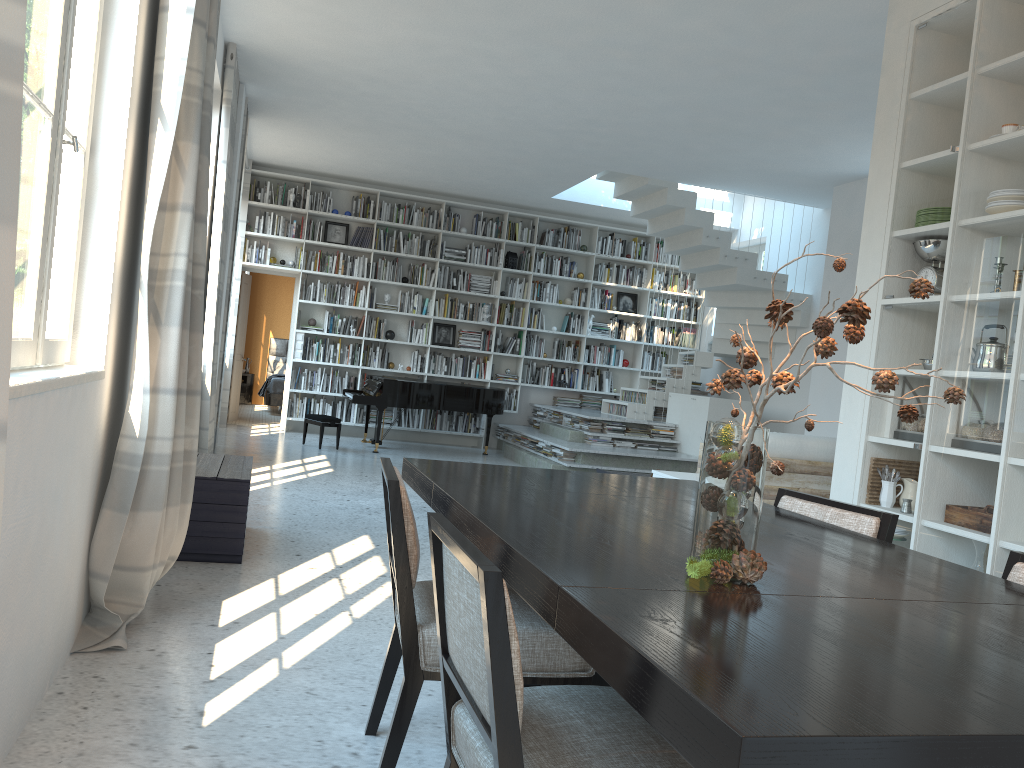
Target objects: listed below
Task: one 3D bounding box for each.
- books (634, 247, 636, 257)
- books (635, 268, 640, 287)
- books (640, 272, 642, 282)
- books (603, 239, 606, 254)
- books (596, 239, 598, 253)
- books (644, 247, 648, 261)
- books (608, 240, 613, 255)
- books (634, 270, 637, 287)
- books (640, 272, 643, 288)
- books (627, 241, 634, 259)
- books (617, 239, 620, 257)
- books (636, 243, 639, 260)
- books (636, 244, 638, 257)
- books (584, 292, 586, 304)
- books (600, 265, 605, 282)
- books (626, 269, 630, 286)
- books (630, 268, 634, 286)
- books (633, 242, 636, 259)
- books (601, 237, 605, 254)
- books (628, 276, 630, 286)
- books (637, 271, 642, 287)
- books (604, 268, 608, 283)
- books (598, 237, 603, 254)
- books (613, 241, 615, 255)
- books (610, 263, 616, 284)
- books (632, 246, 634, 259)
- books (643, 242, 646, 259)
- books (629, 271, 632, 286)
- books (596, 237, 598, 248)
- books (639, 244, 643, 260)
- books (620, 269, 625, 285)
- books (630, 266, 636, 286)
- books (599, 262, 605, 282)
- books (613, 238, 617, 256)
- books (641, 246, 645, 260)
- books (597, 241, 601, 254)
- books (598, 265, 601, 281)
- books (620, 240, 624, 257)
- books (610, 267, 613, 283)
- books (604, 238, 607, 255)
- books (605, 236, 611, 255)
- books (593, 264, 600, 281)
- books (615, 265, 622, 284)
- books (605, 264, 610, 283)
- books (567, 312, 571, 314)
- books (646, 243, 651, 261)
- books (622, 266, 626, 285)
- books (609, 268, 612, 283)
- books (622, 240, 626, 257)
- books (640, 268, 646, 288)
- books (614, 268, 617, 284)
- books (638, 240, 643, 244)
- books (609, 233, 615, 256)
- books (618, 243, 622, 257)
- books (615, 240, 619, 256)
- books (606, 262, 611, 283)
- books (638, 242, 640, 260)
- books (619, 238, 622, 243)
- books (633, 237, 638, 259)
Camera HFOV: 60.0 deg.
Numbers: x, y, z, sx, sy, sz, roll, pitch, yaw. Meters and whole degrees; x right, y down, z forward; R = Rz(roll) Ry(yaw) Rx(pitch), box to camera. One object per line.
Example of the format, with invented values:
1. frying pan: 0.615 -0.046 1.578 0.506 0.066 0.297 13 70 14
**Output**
1. books: 1.665 -1.826 12.236 0.017 0.259 0.136 6 1 -16
2. books: 1.704 -1.459 12.245 0.036 0.272 0.177 6 1 -16
3. books: 1.749 -1.441 12.284 0.014 0.246 0.142 6 1 -16
4. books: 1.224 -1.858 12.099 0.024 0.231 0.168 6 1 -16
5. books: 1.133 -1.884 12.087 0.014 0.264 0.140 6 1 -16
6. books: 1.828 -1.785 12.292 0.031 0.211 0.131 6 1 -16
7. books: 1.322 -1.848 12.129 0.030 0.231 0.148 6 1 -16
8. books: 1.678 -1.450 12.247 0.011 0.249 0.151 6 1 -16
9. books: 1.767 -1.433 12.281 0.022 0.234 0.158 6 1 -16
10. books: 1.623 -1.828 12.201 0.019 0.256 0.169 6 1 -16
11. books: 1.424 -1.849 12.159 0.021 0.254 0.151 6 1 -16
12. books: 1.703 -1.816 12.232 0.031 0.249 0.164 6 1 -16
13. books: 1.687 -1.806 12.220 0.007 0.226 0.170 6 1 -16
14. books: 0.963 -1.143 12.079 0.013 0.221 0.155 6 1 -16
15. books: 1.231 -1.498 12.136 0.026 0.251 0.130 6 1 -16
16. books: 1.570 -1.456 12.204 0.014 0.240 0.189 6 1 -16
17. books: 1.627 -1.463 12.236 0.023 0.264 0.156 6 1 -16
18. books: 1.652 -1.823 12.219 0.016 0.252 0.188 6 1 -16
19. books: 1.203 -1.866 12.084 0.026 0.242 0.184 6 1 -16
20. books: 1.577 -1.444 12.224 0.013 0.216 0.177 6 1 -16
21. books: 1.732 -1.440 12.261 0.030 0.241 0.162 6 1 -16
22. books: 1.259 -1.473 12.121 0.025 0.207 0.175 6 1 -16
23. books: 1.177 -1.873 12.082 0.025 0.250 0.178 6 1 -16
24. books: 1.360 -1.839 12.153 0.030 0.220 0.133 6 1 -16
25. books: 1.373 -1.502 12.158 0.026 0.288 0.156 6 1 -16
26. books: 1.633 -1.810 12.208 0.008 0.220 0.182 6 1 -16
27. books: 1.806 -1.821 12.278 0.025 0.279 0.136 6 2 -16
28. books: 1.601 -1.442 12.221 0.031 0.217 0.165 6 1 -16
29. books: 1.117 -1.901 12.072 0.028 0.294 0.150 6 1 -16
30. books: 1.744 -1.805 12.237 0.018 0.235 0.186 6 1 -16
31. books: 1.488 -1.460 12.177 0.030 0.230 0.187 6 1 -16
32. books: 1.654 -1.475 12.228 0.022 0.294 0.180 6 1 -16
33. books: 1.198 -1.517 12.117 0.052 0.282 0.166 6 1 -16
34. books: 1.389 -1.856 12.139 0.014 0.262 0.168 6 1 -16
35. books: 1.781 -1.789 12.254 0.029 0.210 0.169 6 1 -16
36. books: 1.154 -1.841 12.065 0.022 0.182 0.189 6 1 -16
37. books: 1.164 -1.498 12.108 0.013 0.237 0.141 6 1 -16
38. books: 1.488 -1.842 12.188 0.012 0.254 0.160 6 1 -16
39. books: 1.341 -1.479 12.172 0.024 0.236 0.146 6 1 -16
40. books: 1.245 -1.865 12.123 0.027 0.249 0.140 6 1 -16
41. books: 1.287 -1.875 12.116 0.048 0.278 0.150 6 1 -16
42. books: 1.153 -1.508 12.107 0.012 0.254 0.160 6 1 -16
43. books: 1.435 -1.483 12.132 0.032 0.265 0.245 6 1 -16
44. books: 1.285 -1.497 12.132 0.026 0.261 0.167 6 1 -16
45. books: 0.760 -0.829 12.050 0.016 0.290 0.135 6 2 -16
46. books: 1.864 -1.807 12.278 0.026 0.263 0.163 6 1 -16
47. books: 1.537 -1.482 12.218 0.048 0.283 0.162 6 1 -16
48. books: 1.319 -1.475 12.151 0.030 0.224 0.157 6 1 -16
49. books: 1.512 -1.841 12.181 0.030 0.257 0.164 6 1 -16
50. books: 1.793 -1.455 12.283 0.026 0.284 0.147 6 1 -16
51. books: 1.392 -1.475 12.174 0.025 0.238 0.142 6 1 -16
52. books: 1.760 -1.836 12.260 0.020 0.299 0.131 6 2 -16
53. books: 1.351 -1.895 12.123 0.014 0.332 0.180 6 1 -16
54. books: 1.446 -1.820 12.153 0.024 0.202 0.190 6 1 -16
55. books: 1.404 -1.842 12.146 0.022 0.236 0.172 6 1 -16
56. books: 1.303 -1.513 12.144 0.011 0.296 0.162 6 1 -16
57. books: 1.723 -1.819 12.253 0.017 0.257 0.146 6 1 -16
58. books: 1.460 -1.858 12.182 0.012 0.279 0.153 6 1 -16
59. books: 1.683 -1.855 12.225 0.007 0.321 0.165 6 1 -16
